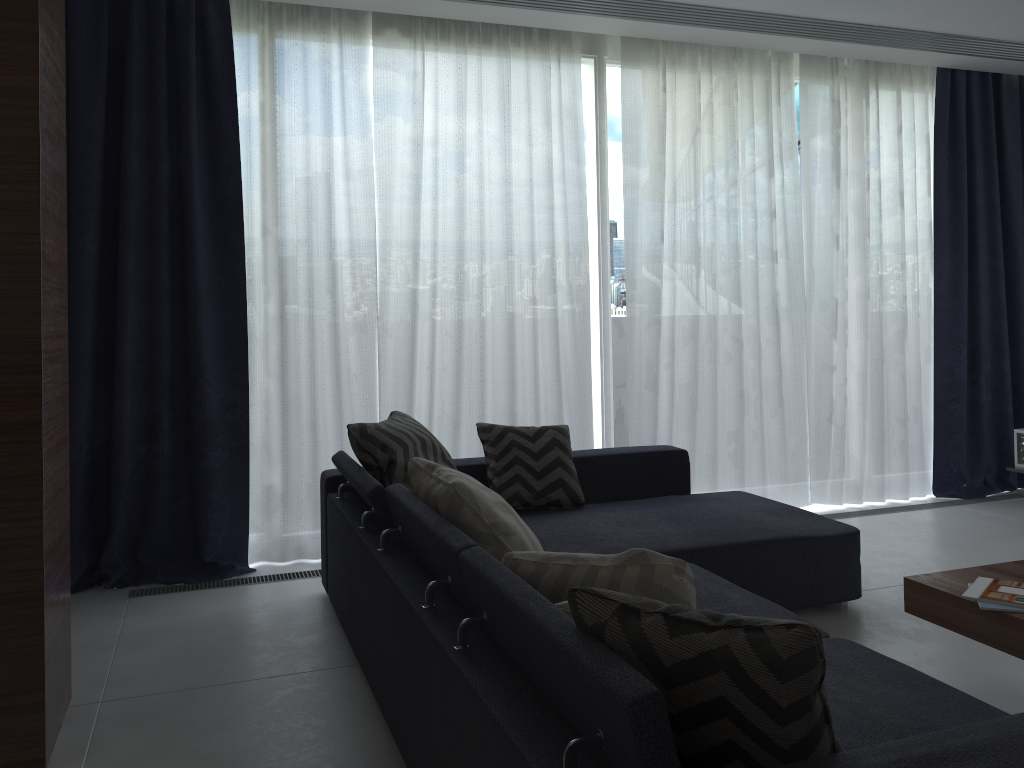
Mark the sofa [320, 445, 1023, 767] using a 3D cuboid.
[{"bbox_3d":[0.580,0.596,2.589,1.900,0.608,2.876,-2,4,-19],"label":"sofa"}]

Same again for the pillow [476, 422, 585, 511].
[{"bbox_3d":[0.081,0.337,3.676,0.415,0.345,0.286,-2,1,-14],"label":"pillow"}]

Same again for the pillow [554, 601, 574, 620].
[{"bbox_3d":[0.325,0.512,1.586,0.415,0.294,0.330,0,2,33],"label":"pillow"}]

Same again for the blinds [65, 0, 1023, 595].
[{"bbox_3d":[1.347,-0.461,2.059,7.138,2.772,5.807,-2,3,-16],"label":"blinds"}]

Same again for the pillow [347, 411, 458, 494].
[{"bbox_3d":[-0.385,0.380,3.346,0.355,0.518,0.599,-1,2,11],"label":"pillow"}]

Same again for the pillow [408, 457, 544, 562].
[{"bbox_3d":[-0.079,0.418,2.469,0.343,0.388,0.495,-1,2,-19],"label":"pillow"}]

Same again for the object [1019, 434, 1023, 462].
[{"bbox_3d":[2.761,0.330,4.300,0.369,0.150,0.370,-2,4,-19],"label":"object"}]

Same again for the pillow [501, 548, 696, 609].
[{"bbox_3d":[0.206,0.488,1.845,0.418,0.351,0.281,0,1,24],"label":"pillow"}]

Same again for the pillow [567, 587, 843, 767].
[{"bbox_3d":[0.305,0.494,1.343,0.415,0.386,0.221,0,1,41],"label":"pillow"}]

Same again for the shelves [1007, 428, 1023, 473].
[{"bbox_3d":[3.275,0.534,3.455,0.873,0.499,2.352,-2,4,-19],"label":"shelves"}]

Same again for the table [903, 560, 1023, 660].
[{"bbox_3d":[1.633,0.725,2.285,0.806,0.352,0.801,-2,3,-19],"label":"table"}]
